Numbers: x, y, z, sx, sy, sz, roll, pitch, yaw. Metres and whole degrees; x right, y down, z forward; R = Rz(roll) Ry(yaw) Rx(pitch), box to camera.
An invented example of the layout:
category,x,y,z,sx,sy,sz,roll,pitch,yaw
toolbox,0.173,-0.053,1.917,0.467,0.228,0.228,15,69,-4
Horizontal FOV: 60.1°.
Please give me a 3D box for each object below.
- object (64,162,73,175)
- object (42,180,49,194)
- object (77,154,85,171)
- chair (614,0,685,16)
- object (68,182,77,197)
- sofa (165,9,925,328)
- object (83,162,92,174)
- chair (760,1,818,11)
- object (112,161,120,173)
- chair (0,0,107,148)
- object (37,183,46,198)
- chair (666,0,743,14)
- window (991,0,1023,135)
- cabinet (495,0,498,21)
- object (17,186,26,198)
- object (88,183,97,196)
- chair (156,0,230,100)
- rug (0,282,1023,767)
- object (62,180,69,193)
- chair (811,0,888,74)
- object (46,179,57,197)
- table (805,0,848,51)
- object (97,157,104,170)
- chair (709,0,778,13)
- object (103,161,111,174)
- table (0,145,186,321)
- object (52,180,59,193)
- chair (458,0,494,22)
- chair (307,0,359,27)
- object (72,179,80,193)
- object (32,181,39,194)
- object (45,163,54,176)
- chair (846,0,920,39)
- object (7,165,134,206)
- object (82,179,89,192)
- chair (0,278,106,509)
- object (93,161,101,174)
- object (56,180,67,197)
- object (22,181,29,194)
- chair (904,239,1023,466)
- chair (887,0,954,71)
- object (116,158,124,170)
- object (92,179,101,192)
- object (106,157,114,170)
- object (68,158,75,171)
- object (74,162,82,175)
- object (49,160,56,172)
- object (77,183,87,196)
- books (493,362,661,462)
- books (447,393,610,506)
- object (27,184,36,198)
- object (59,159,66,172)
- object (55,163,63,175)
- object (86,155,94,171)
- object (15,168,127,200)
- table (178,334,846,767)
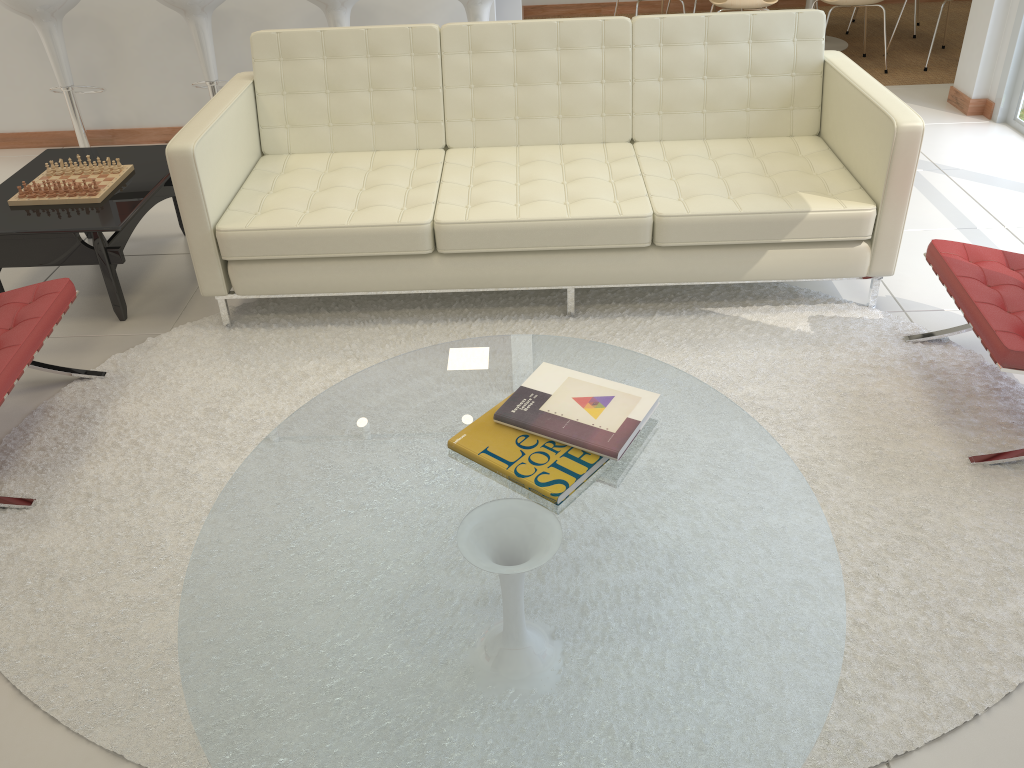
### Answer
category,x,y,z,sx,sy,sz,roll,pitch,yaw
object,-1.843,-0.895,3.668,0.030,0.048,0.031,2,33,8
object,-1.844,-0.780,3.498,0.030,0.048,0.031,2,33,8
object,-1.803,-0.927,3.696,0.030,0.067,0.031,2,33,8
chair,0.972,-2.812,6.382,0.517,0.883,0.534,-10,33,-12
object,-1.725,-0.763,3.459,0.030,0.053,0.031,2,33,8
sofa,0.110,-0.883,3.520,2.564,0.899,1.028,-2,33,1
object,-1.763,-0.897,3.666,0.030,0.048,0.031,2,33,8
chair,2.166,-3.252,6.960,0.521,0.883,0.529,1,33,5
object,-1.643,-0.900,3.664,0.030,0.048,0.031,2,33,8
chair,-2.419,-1.658,4.779,0.457,0.994,0.477,4,33,11
object,-1.845,-0.760,3.462,0.030,0.053,0.031,2,33,8
chair,1.503,-3.180,6.898,0.523,0.883,0.528,-13,34,-16
window,2.772,-1.670,2.963,0.121,2.643,3.525,-2,33,2
cabinet,-1.750,-2.934,6.673,3.334,0.959,2.561,-2,34,1
object,-1.924,-0.753,3.467,0.030,0.043,0.031,2,33,8
object,-1.644,-0.761,3.460,0.030,0.043,0.031,2,33,8
chair,-1.626,-1.681,4.759,0.457,0.994,0.477,4,33,11
rug,0.026,0.172,2.759,3.327,0.004,2.509,-1,34,3
object,-1.764,-0.783,3.496,0.030,0.048,0.031,2,33,8
chair,2.278,-2.584,5.954,0.521,0.883,0.529,-2,33,1
object,-1.805,-0.767,3.457,0.030,0.067,0.031,2,33,8
table,2.222,-2.895,6.574,2.261,0.710,1.314,-1,33,2
object,-1.723,-0.923,3.698,0.030,0.053,0.031,2,33,8
chair,1.562,-2.580,5.995,0.521,0.883,0.529,2,33,8
object,-1.683,-0.899,3.665,0.030,0.048,0.031,2,33,8
table,-1.768,-0.649,3.744,0.700,0.411,0.941,-2,34,1
object,-1.804,-0.781,3.497,0.030,0.048,0.031,2,33,8
chair,-0.162,-1.724,4.726,0.458,0.994,0.476,-9,33,-10
chair,-0.895,-1.702,4.741,0.457,0.994,0.477,4,33,11
object,-1.724,-0.784,3.495,0.030,0.048,0.031,2,33,8
object,-1.884,-0.779,3.499,0.030,0.048,0.031,2,33,8
object,-1.923,-0.892,3.670,0.030,0.048,0.031,2,33,8
chair,2.948,-3.205,6.837,0.523,0.883,0.527,12,35,22
object,-1.782,-0.811,3.599,0.360,0.020,0.370,-2,34,1
object,-1.684,-0.785,3.494,0.030,0.048,0.031,2,33,8
chair,-1.782,-0.139,2.637,0.706,0.795,0.718,-4,33,-3
object,-1.723,-0.898,3.665,0.030,0.048,0.031,2,33,8
object,-1.765,-0.766,3.458,0.030,0.062,0.031,2,33,8
object,-1.924,-0.778,3.500,0.030,0.048,0.031,2,33,8
chair,1.699,-0.283,2.620,0.706,0.795,0.719,1,33,6
chair,2.982,-2.654,6.010,0.522,0.883,0.528,-11,34,-13
object,-1.643,-0.921,3.699,0.030,0.043,0.031,2,33,8
object,-1.644,-0.786,3.493,0.030,0.048,0.031,2,33,8
object,-1.683,-0.923,3.698,0.030,0.051,0.031,-6,33,-5
object,-1.843,-0.920,3.701,0.030,0.053,0.031,2,33,8
object,-1.803,-0.896,3.667,0.030,0.048,0.031,2,33,8
object,-1.923,-0.913,3.706,0.030,0.043,0.031,2,33,8
object,-1.685,-0.763,3.459,0.030,0.051,0.031,2,33,8
books,0.159,0.060,2.141,0.326,0.026,0.261,16,38,26
books,0.054,0.141,2.073,0.327,0.026,0.260,24,42,33
object,-1.884,-0.757,3.464,0.030,0.051,0.031,2,33,8
object,-1.883,-0.917,3.703,0.030,0.051,0.031,-6,33,-5
object,-1.883,-0.893,3.669,0.030,0.048,0.031,2,33,8
object,-1.763,-0.926,3.697,0.030,0.062,0.031,2,33,8
object,-1.783,-0.820,3.594,0.346,0.001,0.359,-2,34,1
table,0.003,0.464,1.972,1.320,0.394,1.578,-2,34,1
